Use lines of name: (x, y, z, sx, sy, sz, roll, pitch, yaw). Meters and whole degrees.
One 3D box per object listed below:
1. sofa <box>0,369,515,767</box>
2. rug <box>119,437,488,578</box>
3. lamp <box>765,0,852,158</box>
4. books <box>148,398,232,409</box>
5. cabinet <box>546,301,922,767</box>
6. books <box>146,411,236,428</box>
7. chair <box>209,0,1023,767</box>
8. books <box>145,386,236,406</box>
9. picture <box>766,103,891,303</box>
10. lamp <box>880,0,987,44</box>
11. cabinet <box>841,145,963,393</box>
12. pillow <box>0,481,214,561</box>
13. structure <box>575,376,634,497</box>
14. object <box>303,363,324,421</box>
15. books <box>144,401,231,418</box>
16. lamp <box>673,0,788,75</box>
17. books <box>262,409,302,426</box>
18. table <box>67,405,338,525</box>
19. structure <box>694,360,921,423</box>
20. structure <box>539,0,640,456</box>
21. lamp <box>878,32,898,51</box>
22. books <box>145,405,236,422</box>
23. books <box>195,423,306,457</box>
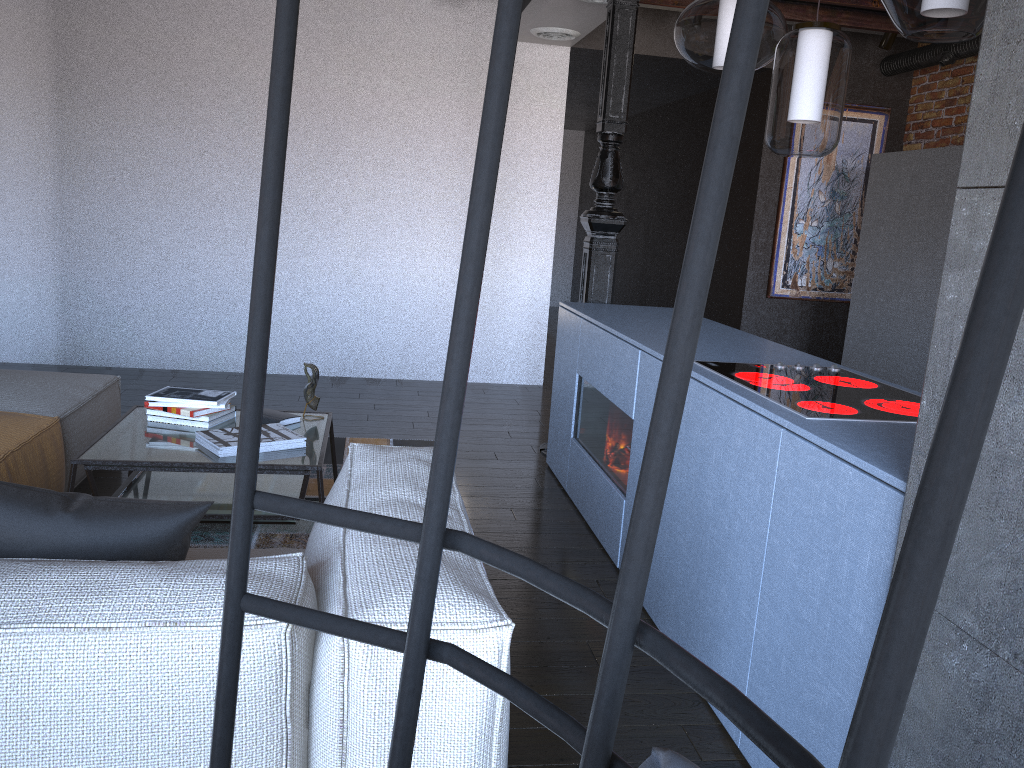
sofa: (-1.475, 0.306, 2.743, 2.536, 0.698, 3.296, 2, 11, -10)
rug: (-0.885, 0.513, 3.592, 1.432, 0.013, 2.361, 2, 11, -9)
lamp: (0.820, -1.089, 2.330, 0.194, 0.956, 0.197, 8, 12, 20)
books: (-1.195, 0.059, 3.310, 0.268, 0.014, 0.196, 2, 11, -11)
cabinet: (0.729, 0.309, 3.087, 0.607, 0.845, 2.956, 2, 11, -9)
books: (-1.199, 0.119, 3.326, 0.247, 0.024, 0.209, 6, 11, 10)
chair: (-0.165, -0.393, 0.028, 0.682, 2.223, 0.801, 12, 14, 35)
books: (-1.194, 0.044, 3.307, 0.268, 0.014, 0.196, 5, 11, 2)
picture: (2.382, -1.360, 6.697, 0.780, 1.472, 0.067, 2, 11, -9)
lamp: (0.904, -1.076, 1.744, 0.367, 0.748, 0.367, 15, 15, 43)
cabinet: (2.978, -0.204, 4.060, 0.713, 1.810, 4.169, 2, 11, -9)
pillow: (-0.829, 0.311, 1.621, 0.538, 0.417, 0.238, 0, 12, -20)
structure: (0.525, 0.222, 3.610, 0.332, 0.395, 0.942, 2, 11, -9)
object: (-0.787, 0.023, 3.448, 0.099, 0.223, 0.093, 11, 13, 29)
books: (-1.203, 0.080, 3.294, 0.239, 0.023, 0.190, 9, 12, 24)
lamp: (0.728, -1.347, 2.866, 0.364, 0.665, 0.364, -1, 12, -26)
books: (-0.914, 0.126, 3.387, 0.181, 0.029, 0.129, 10, 12, 27)
table: (-1.055, 0.363, 3.190, 0.842, 0.389, 0.847, 2, 11, -9)
structure: (0.858, 0.024, 2.427, 0.504, 0.057, 0.762, 2, 11, -9)
structure: (-3.060, -0.694, 2.695, 8.513, 2.397, 0.481, -2, 13, -28)
lamp: (2.532, -2.344, 5.948, 0.091, 0.207, 0.130, -4, 14, -37)
books: (-1.199, 0.097, 3.321, 0.251, 0.023, 0.209, 6, 11, 10)
books: (-0.896, 0.191, 3.045, 0.308, 0.038, 0.225, -5, 14, -39)
